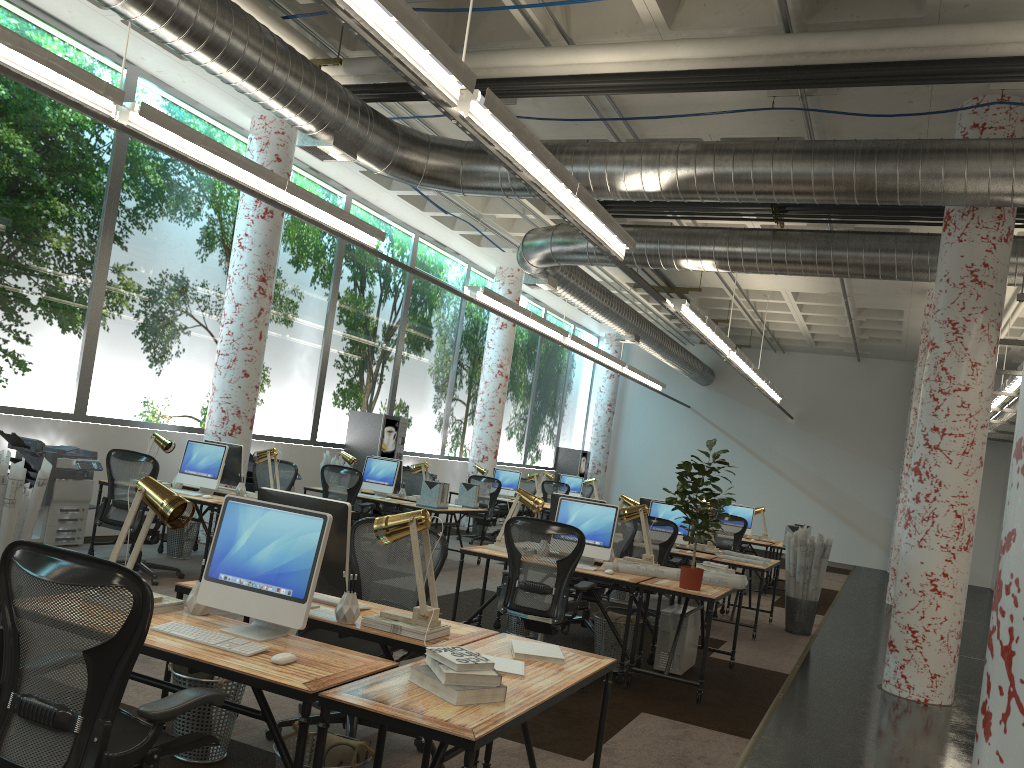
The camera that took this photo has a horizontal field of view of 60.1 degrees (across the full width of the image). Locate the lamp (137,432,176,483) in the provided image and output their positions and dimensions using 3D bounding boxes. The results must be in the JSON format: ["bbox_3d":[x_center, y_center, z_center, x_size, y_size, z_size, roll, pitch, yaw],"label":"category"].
[{"bbox_3d":[-3.445,0.759,8.446,0.526,0.610,0.220,6,-3,43],"label":"lamp"}]

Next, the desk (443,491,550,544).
[{"bbox_3d":[0.049,2.324,14.963,1.936,0.723,1.407,6,-4,24],"label":"desk"}]

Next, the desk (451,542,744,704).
[{"bbox_3d":[0.699,1.780,6.940,1.936,0.723,1.407,6,-4,24],"label":"desk"}]

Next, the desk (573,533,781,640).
[{"bbox_3d":[1.861,2.190,9.839,1.936,0.723,1.407,6,-4,24],"label":"desk"}]

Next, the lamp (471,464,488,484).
[{"bbox_3d":[-0.662,1.655,14.966,0.526,0.610,0.220,6,-3,43],"label":"lamp"}]

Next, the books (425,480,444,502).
[{"bbox_3d":[-0.950,1.324,10.600,0.233,0.310,0.068,7,-2,24],"label":"books"}]

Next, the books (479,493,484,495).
[{"bbox_3d":[-0.654,1.837,14.944,0.308,0.038,0.226,6,-5,24],"label":"books"}]

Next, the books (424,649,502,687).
[{"bbox_3d":[-0.164,0.932,2.911,0.193,0.044,0.257,10,-4,-19],"label":"books"}]

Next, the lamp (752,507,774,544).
[{"bbox_3d":[3.890,2.204,13.674,0.526,0.610,0.220,6,-3,43],"label":"lamp"}]

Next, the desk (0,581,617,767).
[{"bbox_3d":[-0.762,1.327,3.452,1.936,0.723,1.407,6,-4,24],"label":"desk"}]

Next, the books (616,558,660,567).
[{"bbox_3d":[1.021,1.458,7.177,0.308,0.038,0.226,6,-5,24],"label":"books"}]

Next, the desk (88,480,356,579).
[{"bbox_3d":[-2.734,1.428,8.443,1.936,0.723,1.407,6,-4,24],"label":"desk"}]

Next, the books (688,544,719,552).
[{"bbox_3d":[2.184,1.868,10.077,0.308,0.038,0.226,6,-5,24],"label":"books"}]

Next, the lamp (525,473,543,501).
[{"bbox_3d":[0.430,1.827,15.187,0.526,0.610,0.220,6,-3,43],"label":"lamp"}]

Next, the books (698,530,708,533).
[{"bbox_3d":[2.805,2.213,13.431,0.308,0.038,0.226,6,-5,24],"label":"books"}]

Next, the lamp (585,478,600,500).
[{"bbox_3d":[1.702,2.237,18.166,0.526,0.610,0.220,6,-3,43],"label":"lamp"}]

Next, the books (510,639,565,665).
[{"bbox_3d":[0.100,1.082,3.582,0.200,0.024,0.236,8,-4,-3],"label":"books"}]

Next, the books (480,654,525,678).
[{"bbox_3d":[-0.074,1.037,3.283,0.243,0.019,0.206,8,-4,1],"label":"books"}]

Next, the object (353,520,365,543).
[{"bbox_3d":[-2.108,1.922,11.793,0.354,0.434,0.368,10,-3,-31],"label":"object"}]

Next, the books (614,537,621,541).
[{"bbox_3d":[1.158,1.702,9.821,0.308,0.038,0.226,6,-5,24],"label":"books"}]

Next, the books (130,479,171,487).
[{"bbox_3d":[-3.437,0.941,8.424,0.308,0.038,0.226,6,-5,24],"label":"books"}]

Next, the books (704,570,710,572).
[{"bbox_3d":[1.639,1.537,7.113,0.271,0.050,0.201,6,-4,21],"label":"books"}]

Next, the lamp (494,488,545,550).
[{"bbox_3d":[-0.012,1.111,6.943,0.526,0.610,0.220,6,-3,43],"label":"lamp"}]

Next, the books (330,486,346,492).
[{"bbox_3d":[-2.214,1.334,11.289,0.308,0.038,0.226,6,-5,24],"label":"books"}]

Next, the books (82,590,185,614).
[{"bbox_3d":[-1.466,0.839,3.433,0.308,0.038,0.226,6,-5,24],"label":"books"}]

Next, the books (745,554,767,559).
[{"bbox_3d":[2.727,1.954,10.034,0.244,0.019,0.205,10,-5,-29],"label":"books"}]

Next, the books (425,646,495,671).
[{"bbox_3d":[-0.172,0.899,2.903,0.153,0.030,0.184,11,-5,-38],"label":"books"}]

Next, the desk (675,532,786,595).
[{"bbox_3d":[3.509,2.701,13.449,1.936,0.723,1.407,6,-4,24],"label":"desk"}]

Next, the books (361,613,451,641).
[{"bbox_3d":[-0.440,1.005,3.689,0.308,0.038,0.226,6,-5,24],"label":"books"}]

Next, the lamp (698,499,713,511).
[{"bbox_3d":[2.798,2.032,13.452,0.526,0.610,0.220,6,-3,43],"label":"lamp"}]

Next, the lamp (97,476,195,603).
[{"bbox_3d":[-1.473,0.657,3.455,0.526,0.610,0.220,6,-3,43],"label":"lamp"}]

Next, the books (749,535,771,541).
[{"bbox_3d":[3.831,2.379,13.687,0.308,0.038,0.226,6,-5,24],"label":"books"}]

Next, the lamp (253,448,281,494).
[{"bbox_3d":[-2.356,0.931,8.663,0.526,0.610,0.210,6,-3,43],"label":"lamp"}]

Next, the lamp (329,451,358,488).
[{"bbox_3d":[-2.219,1.153,11.314,0.526,0.610,0.210,6,-3,43],"label":"lamp"}]

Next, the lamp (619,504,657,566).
[{"bbox_3d":[1.077,1.282,7.161,0.526,0.610,0.210,6,-3,43],"label":"lamp"}]

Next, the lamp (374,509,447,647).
[{"bbox_3d":[-0.381,0.830,3.676,0.526,0.610,0.220,6,-3,43],"label":"lamp"}]

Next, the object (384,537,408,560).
[{"bbox_3d":[-1.446,1.956,11.017,0.358,0.434,0.354,7,-3,20],"label":"object"}]

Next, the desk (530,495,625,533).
[{"bbox_3d":[1.321,2.734,17.942,1.936,0.723,1.407,6,-4,24],"label":"desk"}]

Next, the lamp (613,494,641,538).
[{"bbox_3d":[1.154,1.521,9.846,0.526,0.610,0.210,6,-3,43],"label":"lamp"}]

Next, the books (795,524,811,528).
[{"bbox_3d":[4.465,2.330,13.669,0.233,0.310,0.068,7,-2,24],"label":"books"}]

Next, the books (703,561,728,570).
[{"bbox_3d":[1.638,1.459,7.128,0.184,0.030,0.153,6,-5,22],"label":"books"}]

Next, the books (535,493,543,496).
[{"bbox_3d":[0.617,2.246,17.923,0.308,0.038,0.226,6,-5,24],"label":"books"}]

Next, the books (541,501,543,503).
[{"bbox_3d":[0.371,2.002,15.201,0.308,0.038,0.226,6,-5,24],"label":"books"}]

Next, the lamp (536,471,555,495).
[{"bbox_3d":[0.610,2.064,17.945,0.526,0.610,0.220,6,-3,43],"label":"lamp"}]

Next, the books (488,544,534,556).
[{"bbox_3d":[-0.004,1.292,6.921,0.308,0.038,0.226,6,-5,24],"label":"books"}]

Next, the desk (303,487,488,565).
[{"bbox_3d":[-1.511,1.822,11.308,1.936,0.723,1.407,6,-4,24],"label":"desk"}]

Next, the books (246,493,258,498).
[{"bbox_3d":[-2.412,1.106,8.680,0.308,0.038,0.226,6,-5,24],"label":"books"}]

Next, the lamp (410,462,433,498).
[{"bbox_3d":[-1.130,1.325,11.532,0.526,0.610,0.220,6,-3,43],"label":"lamp"}]

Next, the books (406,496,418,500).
[{"bbox_3d":[-1.189,1.500,11.545,0.308,0.038,0.226,6,-5,24],"label":"books"}]

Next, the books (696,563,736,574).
[{"bbox_3d":[1.641,1.492,7.140,0.256,0.044,0.194,4,-6,41],"label":"books"}]

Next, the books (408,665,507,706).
[{"bbox_3d":[-0.180,0.975,2.884,0.201,0.050,0.271,11,-5,-39],"label":"books"}]

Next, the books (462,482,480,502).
[{"bbox_3d":[-0.554,1.451,11.527,0.233,0.310,0.068,7,-2,24],"label":"books"}]

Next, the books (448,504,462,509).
[{"bbox_3d":[-0.735,1.550,11.237,0.200,0.024,0.236,8,-4,-3],"label":"books"}]

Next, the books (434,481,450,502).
[{"bbox_3d":[-0.892,1.342,10.736,0.233,0.310,0.068,7,-2,24],"label":"books"}]

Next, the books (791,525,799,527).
[{"bbox_3d":[4.127,2.221,12.877,0.233,0.310,0.068,7,-2,24],"label":"books"}]

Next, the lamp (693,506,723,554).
[{"bbox_3d":[2.239,1.692,10.060,0.526,0.610,0.210,6,-3,43],"label":"lamp"}]

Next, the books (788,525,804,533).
[{"bbox_3d":[4.070,2.203,12.742,0.233,0.310,0.068,7,-2,24],"label":"books"}]
